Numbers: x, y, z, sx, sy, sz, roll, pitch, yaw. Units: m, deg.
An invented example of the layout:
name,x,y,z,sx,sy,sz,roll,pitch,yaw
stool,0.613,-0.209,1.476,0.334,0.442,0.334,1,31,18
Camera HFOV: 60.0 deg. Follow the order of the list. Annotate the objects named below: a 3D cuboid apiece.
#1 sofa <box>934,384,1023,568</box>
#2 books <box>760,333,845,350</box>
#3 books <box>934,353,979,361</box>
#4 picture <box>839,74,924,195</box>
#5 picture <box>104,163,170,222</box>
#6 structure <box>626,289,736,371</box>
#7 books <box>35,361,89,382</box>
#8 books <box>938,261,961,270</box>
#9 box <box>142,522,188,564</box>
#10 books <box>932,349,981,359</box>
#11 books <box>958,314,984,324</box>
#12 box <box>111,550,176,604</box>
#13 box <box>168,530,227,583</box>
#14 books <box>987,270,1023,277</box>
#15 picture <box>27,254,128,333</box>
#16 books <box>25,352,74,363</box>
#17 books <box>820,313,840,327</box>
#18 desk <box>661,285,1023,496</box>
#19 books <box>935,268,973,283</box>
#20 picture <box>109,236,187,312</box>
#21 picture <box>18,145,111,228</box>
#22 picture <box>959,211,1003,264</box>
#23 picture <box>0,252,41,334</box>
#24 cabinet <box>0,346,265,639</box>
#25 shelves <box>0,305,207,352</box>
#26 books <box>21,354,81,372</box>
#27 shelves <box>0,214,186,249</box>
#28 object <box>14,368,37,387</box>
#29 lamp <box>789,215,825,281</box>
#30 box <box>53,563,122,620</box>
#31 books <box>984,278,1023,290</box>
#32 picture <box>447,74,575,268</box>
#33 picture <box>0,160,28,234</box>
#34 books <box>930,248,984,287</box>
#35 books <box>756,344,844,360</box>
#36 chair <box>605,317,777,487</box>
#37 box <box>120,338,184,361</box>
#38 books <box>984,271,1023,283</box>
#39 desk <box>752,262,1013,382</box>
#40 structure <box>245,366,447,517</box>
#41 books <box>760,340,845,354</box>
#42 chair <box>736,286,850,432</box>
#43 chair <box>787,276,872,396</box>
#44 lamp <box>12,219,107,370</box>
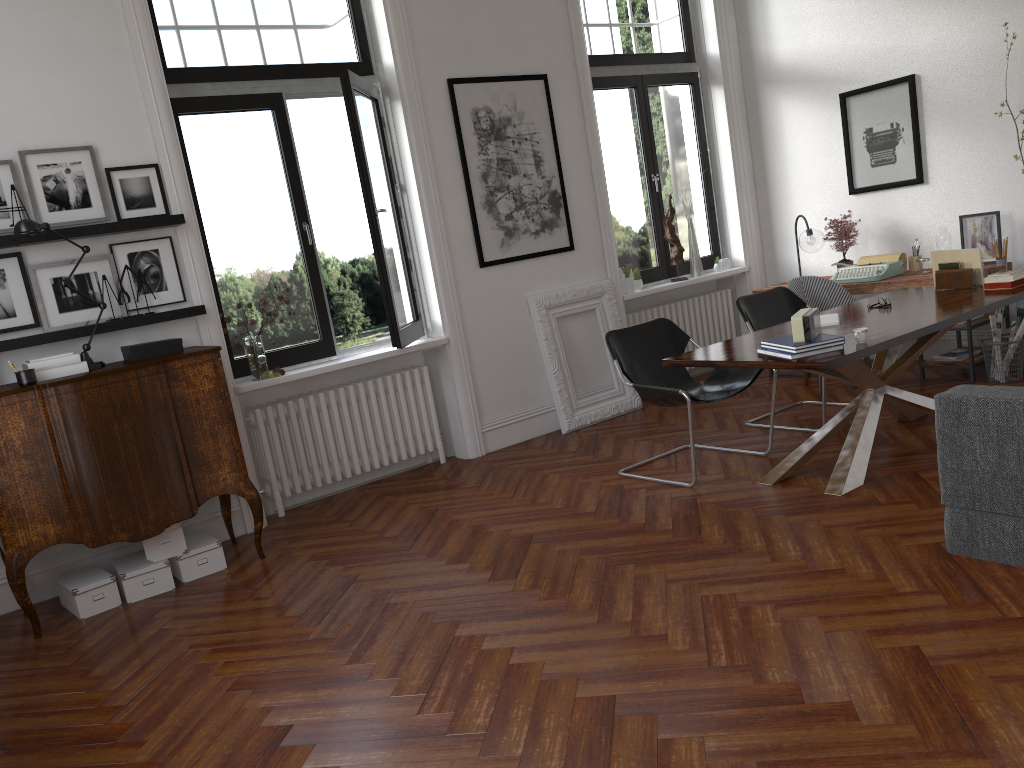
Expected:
name,x,y,z,sx,sy,sz,roll,pitch,yaw
sofa,3.068,0.030,3.691,2.637,0.832,1.261,-16,11,-34
books,1.371,-0.207,4.205,0.250,0.017,0.343,-11,9,-9
books,3.205,-0.201,6.386,0.267,0.014,0.196,-16,11,-35
picture,2.920,-1.953,7.018,0.050,0.819,0.633,-17,12,-34
picture,-2.124,-1.084,5.036,0.289,0.304,0.020,-16,12,-34
structure,1.499,-0.355,7.951,1.449,0.781,0.225,-16,12,-34
books,-2.354,-0.058,4.550,0.293,0.057,0.229,-16,11,-34
books,2.693,-0.669,5.441,0.040,0.158,0.128,-17,12,-34
box,-1.924,0.829,4.870,0.209,0.177,0.393,-14,10,-24
books,3.202,-0.216,6.384,0.267,0.014,0.196,-14,10,-23
books,3.164,-0.470,6.295,0.308,0.038,0.225,-16,11,-35
box,-1.994,1.033,4.797,0.244,0.177,0.394,-15,11,-29
box,-1.790,0.969,4.974,0.244,0.177,0.394,-16,11,-34
books,2.868,-0.644,5.151,0.159,0.008,0.128,-16,11,-32
picture,-2.387,-0.503,4.885,0.432,0.366,0.020,-16,12,-34
books,-2.360,-0.135,4.521,0.200,0.014,0.179,-16,11,-34
books,1.726,-0.353,4.998,0.231,0.026,0.324,-6,10,21
desk,2.025,0.001,4.934,2.220,0.754,1.029,-16,11,-34
books,2.684,-0.636,5.385,0.028,0.125,0.221,-17,12,-34
picture,-2.087,-0.633,5.092,0.342,0.386,0.020,-16,12,-34
picture,-2.428,-1.073,4.821,0.368,0.410,0.020,-16,12,-34
picture,3.393,-1.050,6.417,0.022,0.371,0.282,-17,12,-34
picture,-2.727,-0.463,4.647,0.372,0.408,0.020,-16,12,-34
cabinet,-2.082,0.520,4.719,1.262,1.222,0.639,-16,12,-34
shelves,-2.426,-0.264,4.789,1.510,0.055,0.155,-16,11,-34
books,-2.365,-0.108,4.546,0.238,0.044,0.254,-16,11,-34
shelves,-2.513,-0.773,4.695,1.510,0.055,0.158,-16,11,-34
object,-2.354,-0.028,4.298,0.091,0.078,0.091,-5,11,28
lamp,2.437,-1.131,7.373,0.207,0.552,0.440,-12,10,-11
box,-2.233,1.096,4.668,0.208,0.177,0.394,-18,12,-39
books,2.870,-0.587,5.137,0.215,0.040,0.159,-16,11,-32
picture,0.015,-1.582,6.534,0.880,1.328,0.035,-16,12,-33
picture,-2.768,-0.954,4.588,0.414,0.369,0.020,-16,12,-34
books,2.732,-0.712,5.442,0.043,0.240,0.309,-17,12,-34
books,1.363,-0.168,4.218,0.264,0.027,0.346,-11,9,-9
chair,1.030,0.069,5.209,0.750,0.876,0.745,-16,12,-34
box,-1.987,-0.192,4.902,0.281,0.087,0.208,-16,11,-34
books,2.868,-0.622,5.139,0.207,0.029,0.164,-16,11,-36
desk,2.850,-0.458,6.938,0.645,0.760,1.797,-16,11,-34
structure,-1.115,0.390,6.146,1.449,0.781,0.225,-16,12,-34
books,1.373,-0.190,4.208,0.250,0.017,0.343,-11,9,-9
chair,1.970,-0.199,5.858,0.750,0.876,0.745,-16,12,-34
chair,2.376,-0.394,6.584,0.545,0.903,0.716,-18,13,-41
lamp,-2.313,-0.462,4.639,0.174,0.805,0.489,-6,11,20
